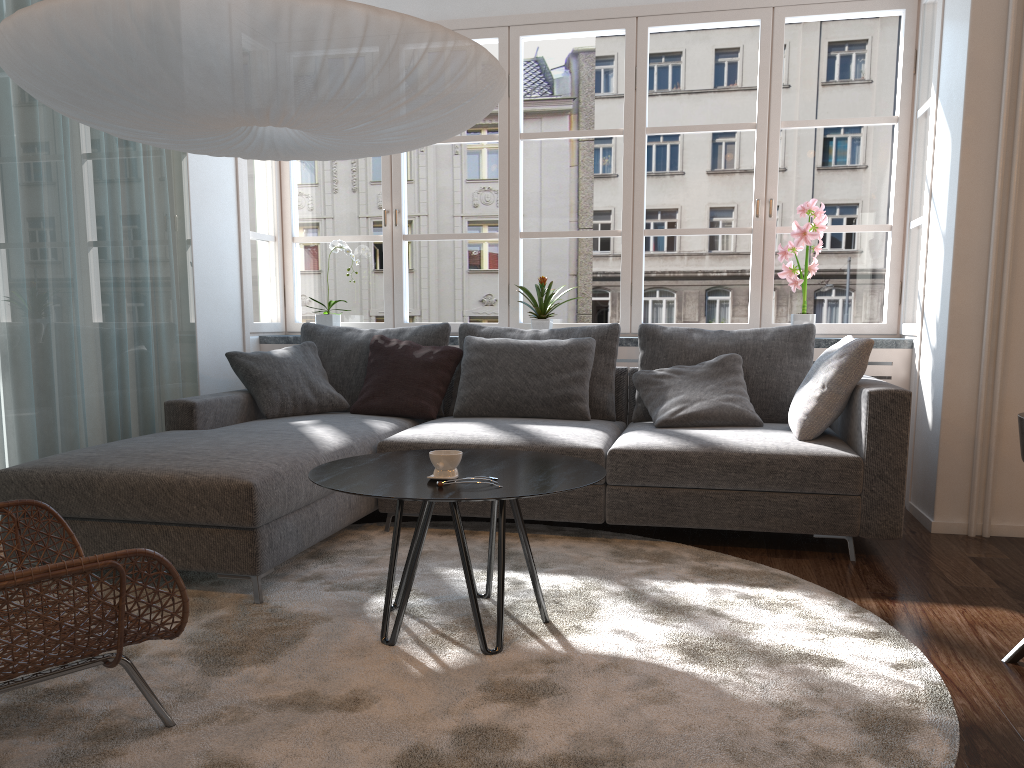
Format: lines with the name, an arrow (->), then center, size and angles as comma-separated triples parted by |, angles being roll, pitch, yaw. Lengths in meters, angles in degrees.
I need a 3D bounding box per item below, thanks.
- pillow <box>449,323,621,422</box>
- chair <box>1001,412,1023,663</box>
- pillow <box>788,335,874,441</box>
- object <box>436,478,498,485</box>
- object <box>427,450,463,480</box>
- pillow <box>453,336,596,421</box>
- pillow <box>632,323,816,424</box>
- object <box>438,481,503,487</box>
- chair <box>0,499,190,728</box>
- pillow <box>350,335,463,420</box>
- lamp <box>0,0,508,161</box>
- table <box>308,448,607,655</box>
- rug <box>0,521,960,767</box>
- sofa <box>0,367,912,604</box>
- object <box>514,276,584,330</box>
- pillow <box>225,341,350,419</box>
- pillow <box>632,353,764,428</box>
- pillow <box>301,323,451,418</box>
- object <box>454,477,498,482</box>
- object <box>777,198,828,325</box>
pillow -> 0.110, -0.065, 4.397 | 0.839, 0.480, 0.274 | 1, 7, 13
chair -> 1.467, 0.422, 2.073 | 0.519, 0.678, 0.588 | 1, 7, 11
pillow -> 1.295, 0.010, 3.659 | 0.286, 0.418, 0.490 | 1, 6, 12
object -> -0.117, 0.255, 2.321 | 0.163, 0.016, 0.025 | -1, 5, -12
object -> -0.191, 0.223, 2.397 | 0.091, 0.070, 0.138 | 3, 6, 25
pillow -> 0.065, -0.029, 4.266 | 0.666, 0.401, 0.289 | 1, 7, 12
pillow -> 0.999, -0.047, 4.188 | 0.836, 0.482, 0.272 | 1, 7, 13
object -> -0.107, 0.259, 2.280 | 0.168, 0.015, 0.014 | 0, 6, 0
chair -> -1.147, 0.404, 1.857 | 0.682, 0.716, 0.715 | -6, 9, -44
pillow -> -0.527, -0.038, 4.374 | 0.521, 0.407, 0.308 | 2, 7, 14
lamp -> -0.749, -0.853, 2.724 | 1.464, 0.212, 1.463 | -4, 6, -41
table -> -0.153, 0.483, 2.582 | 0.846, 0.477, 0.840 | 1, 5, 15
rug -> -0.301, 0.719, 2.550 | 2.836, 0.012, 2.814 | 0, 4, -7
sofa -> -0.032, 0.312, 3.587 | 3.066, 0.678, 2.023 | 1, 5, 13
object -> 0.190, -0.420, 4.789 | 0.376, 0.331, 0.320 | -1, 6, -12
pillow -> -1.102, -0.024, 4.357 | 0.513, 0.363, 0.345 | -4, 8, -38
pillow -> 0.829, 0.027, 3.991 | 0.492, 0.324, 0.440 | 0, 6, -6
pillow -> -0.741, -0.077, 4.576 | 0.835, 0.483, 0.272 | 1, 7, 13
object -> -0.096, 0.254, 2.374 | 0.124, 0.010, 0.026 | -2, 5, -21
object -> 1.472, -0.580, 4.488 | 0.201, 0.697, 0.294 | -1, 8, -8
